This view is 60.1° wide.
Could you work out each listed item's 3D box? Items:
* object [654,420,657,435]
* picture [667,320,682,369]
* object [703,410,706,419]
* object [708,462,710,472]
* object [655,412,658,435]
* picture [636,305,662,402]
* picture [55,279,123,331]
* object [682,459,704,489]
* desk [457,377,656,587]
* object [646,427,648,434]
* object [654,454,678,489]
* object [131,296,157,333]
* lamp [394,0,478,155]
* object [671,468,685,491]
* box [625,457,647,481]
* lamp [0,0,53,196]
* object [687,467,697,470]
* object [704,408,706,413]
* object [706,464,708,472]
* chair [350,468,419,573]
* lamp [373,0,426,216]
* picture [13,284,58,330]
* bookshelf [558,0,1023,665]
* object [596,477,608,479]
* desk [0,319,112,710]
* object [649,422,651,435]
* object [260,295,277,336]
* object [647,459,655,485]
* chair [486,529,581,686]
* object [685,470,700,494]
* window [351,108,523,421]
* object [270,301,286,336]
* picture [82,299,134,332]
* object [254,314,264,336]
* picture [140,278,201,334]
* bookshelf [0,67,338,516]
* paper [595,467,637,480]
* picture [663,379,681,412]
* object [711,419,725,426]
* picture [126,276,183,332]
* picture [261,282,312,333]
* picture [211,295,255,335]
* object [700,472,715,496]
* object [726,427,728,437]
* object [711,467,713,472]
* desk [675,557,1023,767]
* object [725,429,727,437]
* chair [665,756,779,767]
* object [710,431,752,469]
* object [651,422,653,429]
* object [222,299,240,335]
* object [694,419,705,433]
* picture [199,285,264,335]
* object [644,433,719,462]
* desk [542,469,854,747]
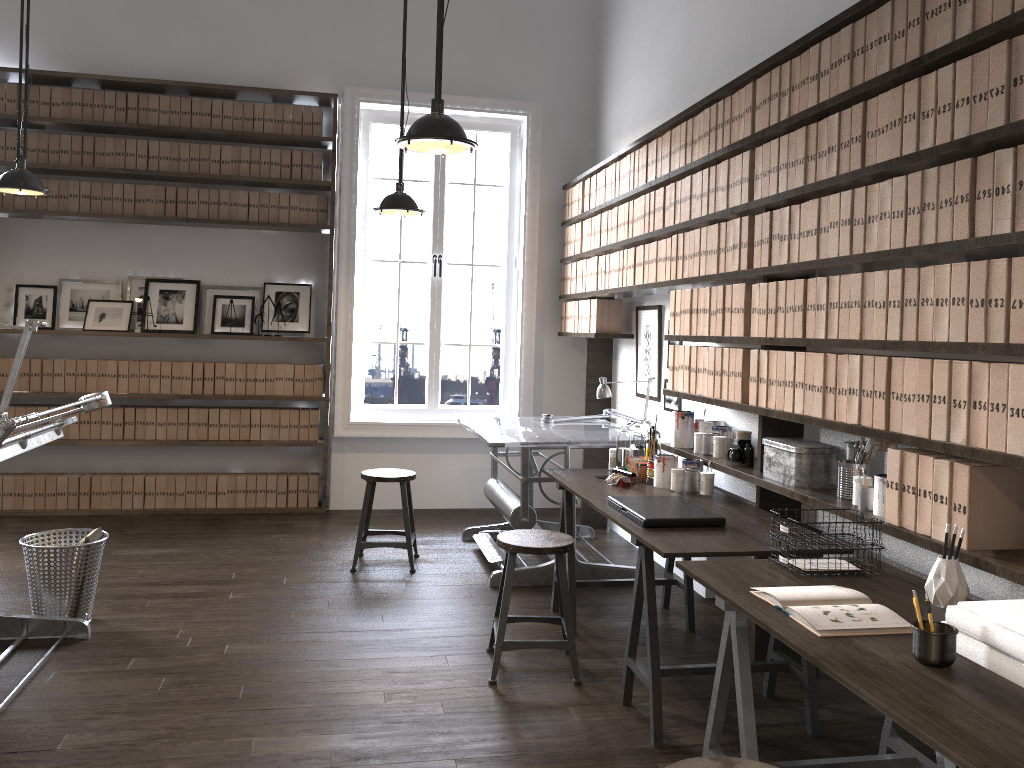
[{"bbox_3d":[0.665,0.262,4.163,0.006,0.193,0.055,2,1,-12],"label":"object"},{"bbox_3d":[0.932,-0.224,5.038,0.022,0.284,0.201,2,1,-12],"label":"picture"},{"bbox_3d":[0.943,0.213,4.403,0.041,0.162,0.005,2,0,-19],"label":"object"},{"bbox_3d":[0.851,0.403,3.855,0.004,0.133,0.029,2,1,-16],"label":"object"},{"bbox_3d":[0.673,0.247,4.173,0.021,0.228,0.007,2,0,1],"label":"object"},{"bbox_3d":[0.839,-0.194,5.446,0.040,0.574,0.415,2,1,-11],"label":"picture"},{"bbox_3d":[-2.981,-0.553,6.243,0.415,0.365,0.083,1,1,-11],"label":"picture"},{"bbox_3d":[0.805,0.403,3.953,0.094,0.128,0.095,2,1,-7],"label":"object"},{"bbox_3d":[0.281,0.490,5.236,1.071,1.097,1.271,1,2,-11],"label":"desk"},{"bbox_3d":[0.648,0.280,4.174,0.037,0.153,0.005,2,0,-16],"label":"object"},{"bbox_3d":[0.691,0.392,3.979,0.104,0.141,0.105,1,2,-19],"label":"object"},{"bbox_3d":[-2.552,-0.482,6.142,0.174,0.260,0.040,1,0,-11],"label":"object"},{"bbox_3d":[-0.249,-2.010,3.305,0.312,2.252,0.311,1,1,-32],"label":"lamp"},{"bbox_3d":[0.725,0.418,3.874,0.062,0.094,0.062,2,1,29],"label":"object"},{"bbox_3d":[0.632,0.400,4.204,0.137,0.083,0.212,1,3,-12],"label":"box"},{"bbox_3d":[-2.645,-2.172,4.820,0.312,2.252,0.311,1,1,-32],"label":"lamp"},{"bbox_3d":[0.786,0.419,3.885,0.044,0.101,0.045,2,1,-12],"label":"object"},{"bbox_3d":[0.950,0.213,4.411,0.033,0.184,0.005,2,0,-18],"label":"object"},{"bbox_3d":[0.845,0.402,3.861,0.005,0.117,0.036,2,1,-17],"label":"object"},{"bbox_3d":[-0.706,0.765,5.014,0.358,0.528,0.372,2,1,-3],"label":"chair"},{"bbox_3d":[-0.631,-2.134,5.215,0.312,2.252,0.311,1,1,-32],"label":"lamp"},{"bbox_3d":[-3.333,-0.536,6.193,0.266,0.315,0.058,1,1,-11],"label":"picture"},{"bbox_3d":[1.402,0.371,2.175,0.373,3.203,9.193,2,3,-11],"label":"bookshelf"},{"bbox_3d":[0.453,0.436,4.125,0.156,0.006,0.006,0,3,-32],"label":"object"},{"bbox_3d":[-2.045,0.414,2.883,1.076,1.385,2.284,1,3,-11],"label":"desk"},{"bbox_3d":[0.650,0.255,4.164,0.007,0.214,0.055,2,1,24],"label":"object"},{"bbox_3d":[-1.741,-0.489,6.324,0.118,0.304,0.040,2,0,-11],"label":"object"},{"bbox_3d":[0.640,0.401,4.036,0.049,0.112,0.049,2,1,-15],"label":"object"},{"bbox_3d":[0.088,0.877,3.530,0.358,0.528,0.372,2,1,-3],"label":"chair"},{"bbox_3d":[0.779,0.423,3.828,0.062,0.093,0.063,3,2,38],"label":"object"},{"bbox_3d":[-0.560,-0.857,6.615,1.244,2.308,0.153,2,0,-11],"label":"window"},{"bbox_3d":[-1.679,-0.468,6.365,0.110,0.262,0.040,2,0,-11],"label":"object"},{"bbox_3d":[-2.823,-0.475,6.198,0.299,0.229,0.145,1,1,-11],"label":"picture"},{"bbox_3d":[-1.795,-0.418,6.278,0.066,0.165,0.040,2,1,-11],"label":"object"},{"bbox_3d":[-2.427,-0.553,6.303,0.373,0.391,0.149,1,1,-11],"label":"picture"},{"bbox_3d":[-2.552,-0.250,6.302,2.472,3.722,0.413,1,0,-11],"label":"bookshelf"},{"bbox_3d":[0.484,0.424,4.158,0.137,0.038,0.155,0,4,-26],"label":"paper"},{"bbox_3d":[0.920,0.068,5.049,0.023,0.183,0.251,2,2,-11],"label":"picture"},{"bbox_3d":[1.022,0.243,4.397,0.070,0.130,0.070,2,1,36],"label":"object"},{"bbox_3d":[-2.559,-0.566,6.331,0.369,0.406,0.091,1,1,-11],"label":"picture"},{"bbox_3d":[-1.647,-0.557,6.479,0.343,0.364,0.161,1,1,-11],"label":"picture"},{"bbox_3d":[-2.012,-0.494,6.395,0.289,0.290,0.127,1,1,-11],"label":"picture"},{"bbox_3d":[0.835,0.426,3.792,0.062,0.094,0.062,3,2,38],"label":"object"},{"bbox_3d":[0.988,0.265,4.074,0.004,0.133,0.029,2,1,11],"label":"object"},{"bbox_3d":[0.864,0.411,3.866,0.004,0.103,0.035,2,1,-19],"label":"object"},{"bbox_3d":[0.964,0.925,1.910,0.655,0.669,1.671,1,3,-11],"label":"desk"},{"bbox_3d":[0.985,0.263,4.083,0.005,0.117,0.036,2,1,10],"label":"object"},{"bbox_3d":[0.402,1.001,1.581,0.358,0.528,0.372,1,2,-38],"label":"chair"},{"bbox_3d":[0.984,0.292,3.921,0.107,0.161,0.236,3,3,44],"label":"object"},{"bbox_3d":[0.650,0.270,4.185,0.022,0.180,0.005,2,0,12],"label":"object"},{"bbox_3d":[-1.988,-0.471,6.267,0.124,0.260,0.040,2,0,-11],"label":"object"},{"bbox_3d":[0.918,0.243,4.337,0.051,0.139,0.050,2,1,-14],"label":"object"},{"bbox_3d":[-2.031,-0.532,6.433,0.433,0.361,0.095,1,1,-11],"label":"picture"},{"bbox_3d":[0.793,0.296,4.148,0.345,0.146,0.077,2,1,11],"label":"object"},{"bbox_3d":[0.622,0.813,3.640,0.655,0.669,1.671,1,3,-11],"label":"desk"}]
